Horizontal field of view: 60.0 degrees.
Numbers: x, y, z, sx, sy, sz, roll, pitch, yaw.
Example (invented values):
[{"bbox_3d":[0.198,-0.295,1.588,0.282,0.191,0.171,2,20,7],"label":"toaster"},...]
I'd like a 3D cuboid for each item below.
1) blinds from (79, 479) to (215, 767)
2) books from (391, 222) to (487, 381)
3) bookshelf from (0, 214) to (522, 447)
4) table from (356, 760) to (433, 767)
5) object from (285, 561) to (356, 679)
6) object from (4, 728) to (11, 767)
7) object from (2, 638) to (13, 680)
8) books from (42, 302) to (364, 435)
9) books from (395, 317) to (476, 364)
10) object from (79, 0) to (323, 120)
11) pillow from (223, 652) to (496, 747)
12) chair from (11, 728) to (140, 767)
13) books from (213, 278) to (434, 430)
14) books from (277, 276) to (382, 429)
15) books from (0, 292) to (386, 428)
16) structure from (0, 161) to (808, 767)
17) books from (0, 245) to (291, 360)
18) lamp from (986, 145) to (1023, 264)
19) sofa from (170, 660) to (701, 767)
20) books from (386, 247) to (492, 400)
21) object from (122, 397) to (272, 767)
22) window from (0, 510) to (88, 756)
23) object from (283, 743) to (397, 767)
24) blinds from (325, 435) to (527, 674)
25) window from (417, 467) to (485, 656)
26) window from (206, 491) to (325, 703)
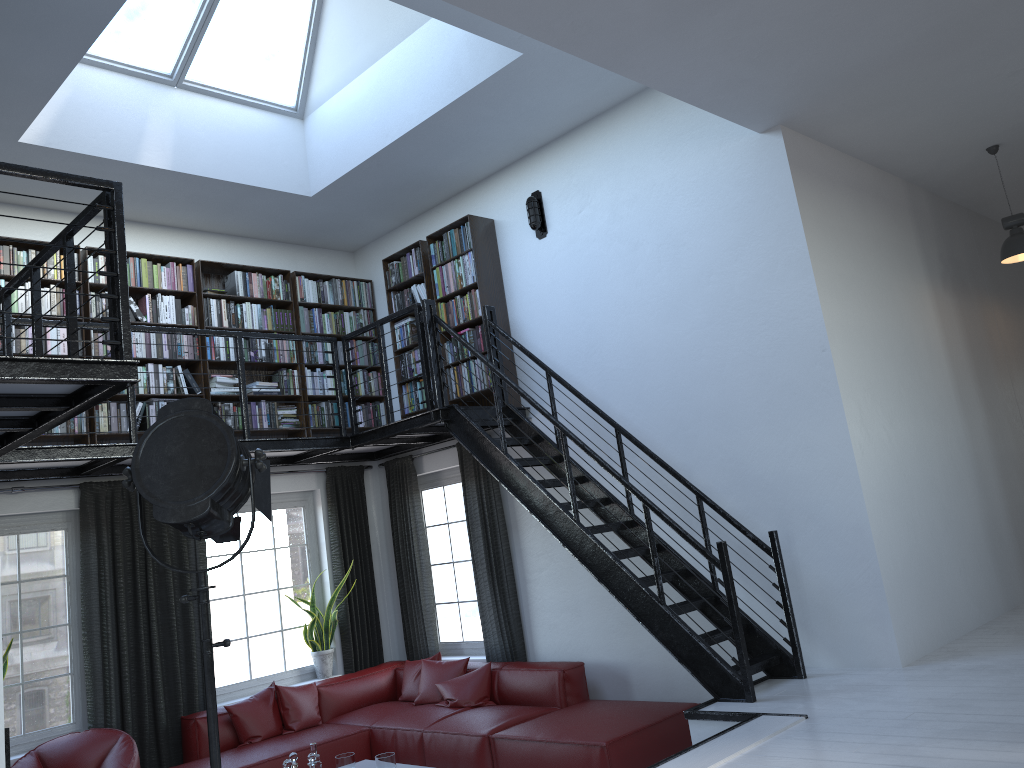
[{"bbox_3d":[-3.200,1.867,6.015,2.506,2.403,0.124,2,-16,-45],"label":"blinds"},{"bbox_3d":[-1.662,-0.683,5.763,2.191,1.419,4.373,-18,-14,43],"label":"books"},{"bbox_3d":[-1.938,-0.526,6.022,4.472,1.628,3.069,1,-14,-45],"label":"bookshelf"},{"bbox_3d":[-1.148,2.492,4.922,1.663,0.245,1.158,1,-14,-45],"label":"table"},{"bbox_3d":[-1.583,2.006,7.494,0.523,0.946,0.552,-16,-13,32],"label":"object"},{"bbox_3d":[-1.474,1.622,2.481,0.157,1.230,0.157,-14,-13,24],"label":"object"},{"bbox_3d":[-3.486,1.973,5.628,0.553,0.946,0.522,-1,-14,-34],"label":"object"},{"bbox_3d":[-2.624,-0.144,7.203,3.389,1.130,0.239,1,-15,-45],"label":"books"},{"bbox_3d":[-1.859,-0.487,5.935,1.588,1.148,4.331,-18,-14,43],"label":"books"},{"bbox_3d":[-2.217,-2.689,6.426,2.219,0.638,1.178,1,-14,-45],"label":"object"},{"bbox_3d":[-1.119,2.386,6.911,1.957,0.404,0.975,-8,-10,-4],"label":"pillow"},{"bbox_3d":[-2.748,2.593,5.505,0.830,0.716,0.824,-9,-10,5],"label":"chair"},{"bbox_3d":[-2.575,-0.410,6.620,4.433,1.439,1.277,1,-14,-43],"label":"books"},{"bbox_3d":[-2.900,-0.299,6.962,4.432,1.422,0.225,1,-15,-45],"label":"books"},{"bbox_3d":[-2.896,-0.289,6.956,4.438,1.406,0.240,1,-15,-45],"label":"books"},{"bbox_3d":[-1.174,0.931,5.163,4.485,3.379,4.586,2,-15,-45],"label":"structure"},{"bbox_3d":[-2.951,-0.576,7.023,2.635,0.833,0.212,1,-15,-45],"label":"books"},{"bbox_3d":[3.643,-1.339,6.505,0.296,0.867,0.294,-10,-12,9],"label":"lamp"},{"bbox_3d":[-0.743,2.408,5.938,2.539,0.660,3.259,1,-14,-45],"label":"sofa"},{"bbox_3d":[-2.022,-0.565,6.141,4.380,1.414,1.162,1,-15,-45],"label":"books"},{"bbox_3d":[-0.877,0.835,2.625,0.611,1.590,0.540,-8,-11,-2],"label":"object"},{"bbox_3d":[-3.525,1.713,6.052,1.166,1.617,0.132,3,-16,-45],"label":"window"},{"bbox_3d":[-1.192,2.277,5.233,1.008,0.297,0.509,0,-13,-42],"label":"object"},{"bbox_3d":[-0.657,1.753,7.594,1.743,2.397,0.525,-14,-13,25],"label":"blinds"},{"bbox_3d":[-0.413,1.532,7.717,0.133,1.617,1.159,3,-16,-45],"label":"window"},{"bbox_3d":[-2.106,1.742,7.467,1.166,1.617,0.132,3,-16,-45],"label":"window"}]
